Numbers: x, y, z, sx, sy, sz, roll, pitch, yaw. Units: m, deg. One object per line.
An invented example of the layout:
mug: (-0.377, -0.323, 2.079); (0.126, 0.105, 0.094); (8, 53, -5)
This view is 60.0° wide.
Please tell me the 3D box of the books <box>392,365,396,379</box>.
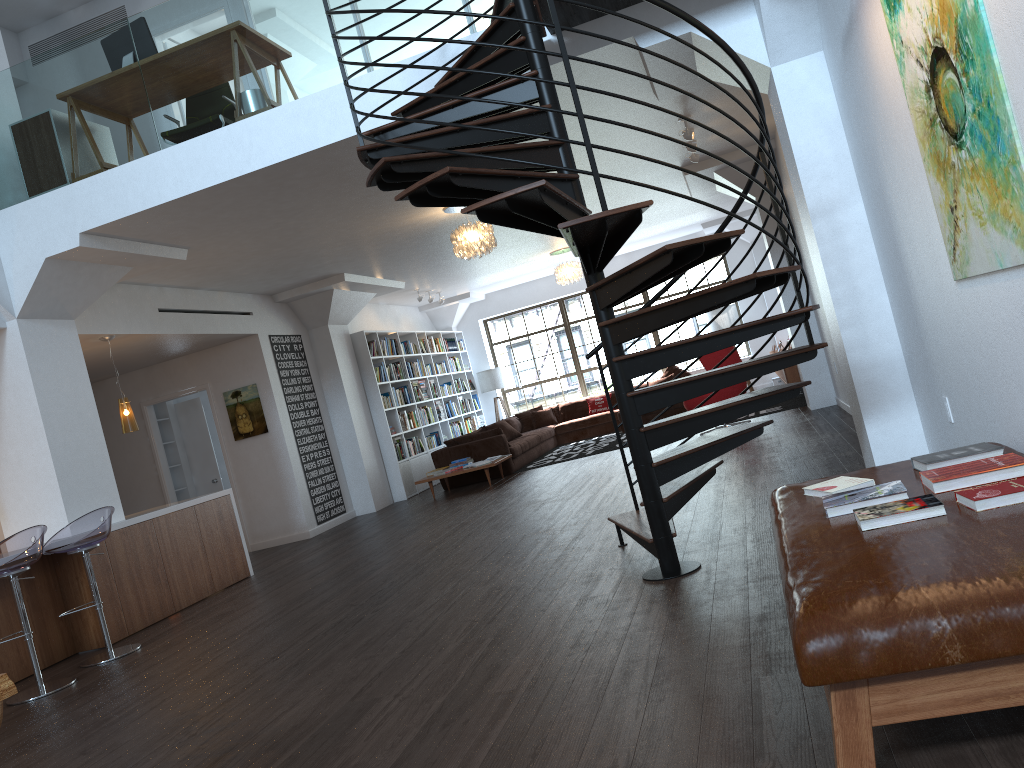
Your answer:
books: (-1.810, -0.151, 13.060); (0.160, 0.251, 0.039); (-15, 0, 15)

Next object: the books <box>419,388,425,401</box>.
books: (-1.479, 0.183, 13.897); (0.161, 0.207, 0.135); (-15, 0, 14)

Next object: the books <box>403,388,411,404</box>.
books: (-1.640, 0.196, 13.315); (0.182, 0.253, 0.034); (-15, 0, 15)

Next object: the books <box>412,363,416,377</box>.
books: (-1.603, -0.189, 13.837); (0.167, 0.230, 0.037); (-15, 0, 15)

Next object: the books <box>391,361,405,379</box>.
books: (-1.739, -0.184, 13.391); (0.198, 0.284, 0.049); (-15, 0, 15)

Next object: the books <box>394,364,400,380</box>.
books: (-1.784, -0.158, 13.169); (0.183, 0.253, 0.042); (-15, 0, 15)

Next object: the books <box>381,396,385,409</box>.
books: (-1.864, 0.278, 12.353); (0.139, 0.191, 0.036); (-15, 0, 15)

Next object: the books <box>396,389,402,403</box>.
books: (-1.714, 0.214, 13.029); (0.159, 0.250, 0.026); (-15, 0, 15)

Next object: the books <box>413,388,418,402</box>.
books: (-1.552, 0.191, 13.630); (0.161, 0.223, 0.032); (-15, 0, 15)

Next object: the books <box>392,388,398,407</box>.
books: (-1.780, 0.212, 12.807); (0.197, 0.283, 0.065); (-15, 0, 15)

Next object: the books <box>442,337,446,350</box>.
books: (-1.277, -0.671, 15.539); (0.198, 0.284, 0.049); (-15, 0, 15)

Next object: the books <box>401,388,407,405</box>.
books: (-1.670, 0.202, 13.178); (0.182, 0.253, 0.034); (-15, 0, 15)

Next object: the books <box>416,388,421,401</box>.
books: (-1.517, 0.183, 13.743); (0.161, 0.223, 0.032); (-15, 0, 15)

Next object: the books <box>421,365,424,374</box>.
books: (-1.504, -0.207, 14.186); (0.161, 0.223, 0.026); (-15, 0, 15)

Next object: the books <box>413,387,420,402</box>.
books: (-1.542, 0.180, 13.671); (0.174, 0.240, 0.054); (-15, 0, 15)

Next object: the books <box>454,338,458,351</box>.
books: (-1.105, -0.694, 16.164); (0.183, 0.253, 0.042); (-15, 0, 15)

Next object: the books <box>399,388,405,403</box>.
books: (-1.699, 0.210, 13.151); (0.182, 0.253, 0.034); (-15, 0, 15)

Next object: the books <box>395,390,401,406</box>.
books: (-1.731, 0.223, 12.938); (0.174, 0.239, 0.045); (-15, 0, 15)

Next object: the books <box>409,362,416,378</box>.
books: (-1.615, -0.198, 13.766); (0.182, 0.253, 0.034); (-15, 0, 15)

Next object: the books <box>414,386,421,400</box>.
books: (-1.526, 0.170, 13.783); (0.183, 0.253, 0.042); (-15, 0, 15)

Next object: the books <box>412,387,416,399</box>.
books: (-1.571, 0.181, 13.602); (0.160, 0.251, 0.031); (-15, 0, 15)

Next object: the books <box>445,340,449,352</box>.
books: (-1.214, -0.655, 15.665); (0.161, 0.223, 0.032); (-15, 0, 15)

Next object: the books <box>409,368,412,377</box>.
books: (-1.654, -0.188, 13.632); (0.182, 0.253, 0.034); (-15, 0, 15)

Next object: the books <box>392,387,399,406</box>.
books: (-1.762, 0.205, 12.865); (0.176, 0.290, 0.053); (-15, 0, 15)

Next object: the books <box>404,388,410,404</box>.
books: (-1.642, 0.203, 13.275); (0.174, 0.239, 0.045); (-15, 0, 15)

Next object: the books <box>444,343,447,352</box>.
books: (-1.255, -0.659, 15.576); (0.160, 0.251, 0.031); (-15, 0, 15)

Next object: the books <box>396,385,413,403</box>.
books: (-1.620, 0.172, 13.408); (0.176, 0.294, 0.102); (-15, 0, 15)

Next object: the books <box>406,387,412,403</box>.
books: (-1.622, 0.191, 13.345); (0.182, 0.253, 0.034); (-15, 0, 15)

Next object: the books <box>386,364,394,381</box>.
books: (-1.839, -0.146, 12.937); (0.183, 0.253, 0.042); (-15, 0, 15)

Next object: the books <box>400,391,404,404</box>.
books: (-1.692, 0.223, 13.078); (0.161, 0.223, 0.026); (-15, 0, 15)

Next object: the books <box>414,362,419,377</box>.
books: (-1.569, -0.204, 13.959); (0.170, 0.245, 0.057); (-15, 0, 15)

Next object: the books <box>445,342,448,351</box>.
books: (-1.230, -0.651, 15.637); (0.161, 0.223, 0.033); (-15, 0, 15)

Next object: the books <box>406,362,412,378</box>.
books: (-1.653, -0.189, 13.597); (0.182, 0.253, 0.034); (-15, 0, 15)

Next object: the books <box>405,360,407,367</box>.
books: (-1.683, -0.201, 13.539); (0.176, 0.294, 0.102); (-15, 0, 15)

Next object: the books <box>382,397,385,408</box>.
books: (-1.857, 0.274, 12.393); (0.136, 0.196, 0.045); (-15, 0, 15)

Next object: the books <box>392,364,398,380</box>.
books: (-1.798, -0.152, 13.097); (0.171, 0.246, 0.039); (-15, 0, 15)

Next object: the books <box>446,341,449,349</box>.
books: (-1.212, -0.655, 15.700); (0.161, 0.223, 0.033); (-15, 0, 15)

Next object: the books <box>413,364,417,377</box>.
books: (-1.586, -0.189, 13.866); (0.161, 0.223, 0.026); (-15, 0, 15)

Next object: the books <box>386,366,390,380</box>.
books: (-1.860, -0.132, 12.850); (0.174, 0.236, 0.142); (-15, 0, 15)

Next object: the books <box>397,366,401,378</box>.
books: (-1.758, -0.149, 13.234); (0.161, 0.223, 0.033); (-15, 0, 15)

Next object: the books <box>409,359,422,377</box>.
books: (-1.545, -0.232, 14.083); (0.176, 0.290, 0.053); (-15, 0, 15)

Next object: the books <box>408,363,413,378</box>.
books: (-1.637, -0.186, 13.669); (0.174, 0.239, 0.045); (-15, 0, 15)

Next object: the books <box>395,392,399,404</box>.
books: (-1.743, 0.235, 12.904); (0.161, 0.223, 0.027); (-15, 0, 15)

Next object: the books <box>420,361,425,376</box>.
books: (-1.498, -0.223, 14.210); (0.159, 0.250, 0.026); (-15, 0, 15)

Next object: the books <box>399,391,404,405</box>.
books: (-1.696, 0.224, 13.052); (0.161, 0.223, 0.027); (-15, 0, 15)

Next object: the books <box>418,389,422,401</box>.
books: (-1.511, 0.182, 13.818); (0.161, 0.223, 0.033); (-15, 0, 15)

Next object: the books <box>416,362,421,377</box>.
books: (-1.553, -0.205, 14.007); (0.174, 0.239, 0.045); (-15, 0, 15)

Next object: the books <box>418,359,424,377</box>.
books: (-1.533, -0.232, 14.143); (0.197, 0.283, 0.065); (-15, 0, 15)

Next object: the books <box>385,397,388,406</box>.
books: (-1.825, 0.276, 12.516); (0.128, 0.178, 0.022); (-15, 0, 15)

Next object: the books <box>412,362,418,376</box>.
books: (-1.582, -0.203, 13.919); (0.159, 0.250, 0.026); (-15, 0, 15)

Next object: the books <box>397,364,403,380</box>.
books: (-1.745, -0.161, 13.275); (0.174, 0.240, 0.054); (-15, 0, 15)

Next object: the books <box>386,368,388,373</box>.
books: (-1.863, -0.116, 12.793); (0.161, 0.207, 0.135); (-15, 0, 15)

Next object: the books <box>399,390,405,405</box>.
books: (-1.693, 0.219, 13.112); (0.167, 0.230, 0.037); (-15, 0, 15)

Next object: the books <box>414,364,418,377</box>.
books: (-1.577, -0.191, 13.891); (0.161, 0.223, 0.027); (-15, 0, 15)

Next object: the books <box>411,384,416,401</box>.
books: (-1.594, 0.169, 13.566); (0.198, 0.284, 0.049); (-15, 0, 15)

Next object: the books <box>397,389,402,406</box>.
books: (-1.722, 0.218, 12.988); (0.170, 0.245, 0.057); (-15, 0, 15)
